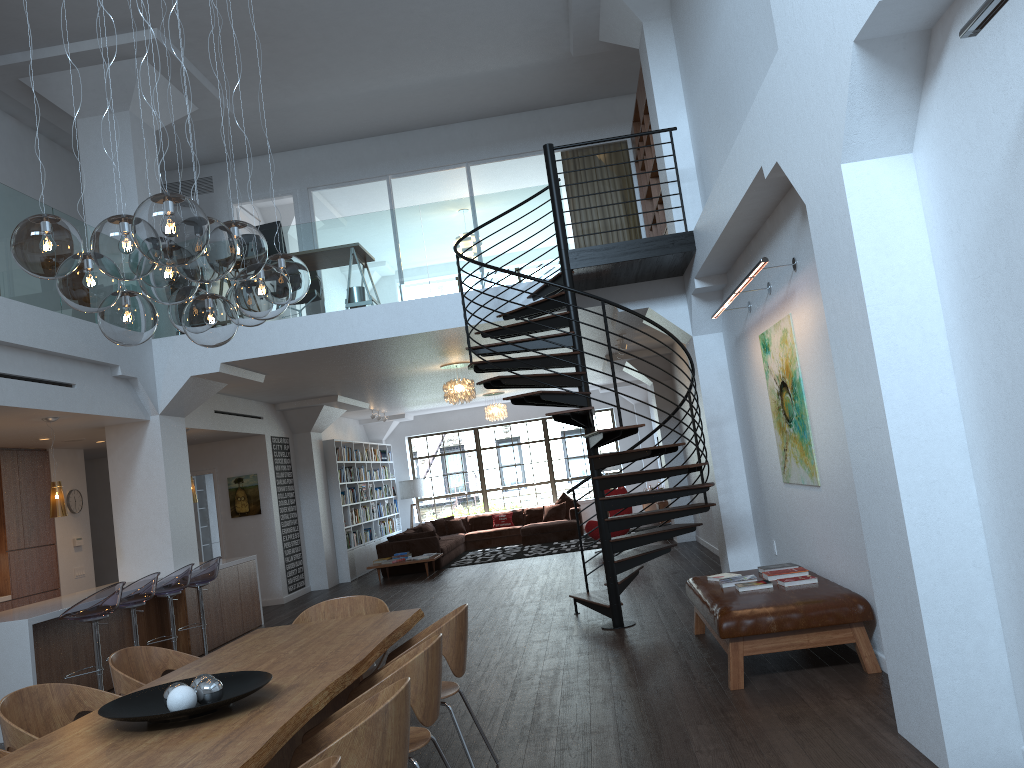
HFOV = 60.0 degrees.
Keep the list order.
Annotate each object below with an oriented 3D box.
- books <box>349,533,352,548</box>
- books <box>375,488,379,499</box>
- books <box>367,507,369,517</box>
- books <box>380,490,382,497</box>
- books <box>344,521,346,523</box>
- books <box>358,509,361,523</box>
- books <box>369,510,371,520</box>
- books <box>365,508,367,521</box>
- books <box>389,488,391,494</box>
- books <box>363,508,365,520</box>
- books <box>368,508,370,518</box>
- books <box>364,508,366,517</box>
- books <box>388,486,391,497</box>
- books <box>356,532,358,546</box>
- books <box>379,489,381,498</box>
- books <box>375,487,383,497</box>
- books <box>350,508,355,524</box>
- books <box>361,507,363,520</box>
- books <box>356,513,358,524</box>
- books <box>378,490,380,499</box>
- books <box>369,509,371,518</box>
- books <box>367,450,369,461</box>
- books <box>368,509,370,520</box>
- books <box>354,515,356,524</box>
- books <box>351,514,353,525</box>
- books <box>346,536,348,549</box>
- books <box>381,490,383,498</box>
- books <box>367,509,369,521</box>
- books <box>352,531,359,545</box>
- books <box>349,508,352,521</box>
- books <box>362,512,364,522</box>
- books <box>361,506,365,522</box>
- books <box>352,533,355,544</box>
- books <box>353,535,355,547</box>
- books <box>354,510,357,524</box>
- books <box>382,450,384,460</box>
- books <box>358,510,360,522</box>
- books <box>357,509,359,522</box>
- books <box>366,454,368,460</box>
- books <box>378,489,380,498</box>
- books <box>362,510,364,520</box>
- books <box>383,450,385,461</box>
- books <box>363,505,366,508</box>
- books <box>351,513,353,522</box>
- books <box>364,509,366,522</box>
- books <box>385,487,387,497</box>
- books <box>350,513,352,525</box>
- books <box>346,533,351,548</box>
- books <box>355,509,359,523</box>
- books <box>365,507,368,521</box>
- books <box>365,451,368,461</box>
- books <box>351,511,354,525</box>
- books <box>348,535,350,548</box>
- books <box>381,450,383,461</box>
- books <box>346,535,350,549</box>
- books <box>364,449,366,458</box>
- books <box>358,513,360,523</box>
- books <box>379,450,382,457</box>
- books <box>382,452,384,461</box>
[{"bbox_3d":[-2.875,2.719,15.346,0.180,0.251,0.048,-8,-6,4],"label":"books"},{"bbox_3d":[-2.763,2.215,17.843,0.140,0.206,0.042,-8,-6,4],"label":"books"},{"bbox_3d":[-2.803,2.471,16.796,0.160,0.250,0.026,-8,-6,3],"label":"books"},{"bbox_3d":[-2.725,2.258,18.121,0.120,0.167,0.020,-8,-6,4],"label":"books"},{"bbox_3d":[-2.961,2.375,15.201,0.174,0.032,0.254,-8,-6,-1],"label":"books"},{"bbox_3d":[-2.857,2.414,16.173,0.183,0.253,0.034,-8,-6,4],"label":"books"},{"bbox_3d":[-2.789,2.495,16.923,0.161,0.223,0.026,-8,-6,3],"label":"books"},{"bbox_3d":[-2.822,2.462,16.632,0.174,0.240,0.045,-8,-6,3],"label":"books"},{"bbox_3d":[-2.677,2.313,18.944,0.161,0.207,0.135,-8,-6,3],"label":"books"},{"bbox_3d":[-2.831,2.441,16.478,0.183,0.253,0.034,-8,-6,3],"label":"books"},{"bbox_3d":[-2.804,2.486,16.890,0.174,0.240,0.045,-8,-6,3],"label":"books"},{"bbox_3d":[-2.823,2.452,16.556,0.171,0.246,0.057,-8,-6,3],"label":"books"},{"bbox_3d":[-2.692,2.295,18.890,0.174,0.236,0.142,-8,-6,3],"label":"books"},{"bbox_3d":[-2.837,2.760,15.775,0.171,0.246,0.039,-8,-6,4],"label":"books"},{"bbox_3d":[-2.748,2.242,18.023,0.134,0.184,0.030,-8,-6,4],"label":"books"},{"bbox_3d":[-2.733,2.235,18.210,0.140,0.231,0.042,-8,-6,4],"label":"books"},{"bbox_3d":[-2.897,2.364,15.799,0.176,0.290,0.053,-8,-6,4],"label":"books"},{"bbox_3d":[-2.854,2.414,16.327,0.198,0.284,0.066,-8,-6,3],"label":"books"},{"bbox_3d":[-2.879,2.408,15.969,0.168,0.231,0.037,-8,-6,4],"label":"books"},{"bbox_3d":[-2.754,2.225,17.881,0.139,0.191,0.036,-8,-6,4],"label":"books"},{"bbox_3d":[-2.799,2.496,16.956,0.168,0.231,0.037,-8,-6,3],"label":"books"},{"bbox_3d":[-2.909,1.429,17.468,0.161,0.223,0.032,-8,-6,4],"label":"books"},{"bbox_3d":[-2.808,2.476,16.851,0.183,0.253,0.034,-8,-6,3],"label":"books"},{"bbox_3d":[-2.904,2.398,15.873,0.174,0.240,0.045,-8,-6,4],"label":"books"},{"bbox_3d":[-2.890,2.388,15.622,0.144,0.207,0.048,-8,-6,4],"label":"books"},{"bbox_3d":[-2.884,2.711,15.108,0.161,0.223,0.032,-8,-6,4],"label":"books"},{"bbox_3d":[-2.715,2.261,18.172,0.107,0.167,0.017,-8,-6,4],"label":"books"},{"bbox_3d":[-2.811,2.463,16.754,0.180,0.259,0.060,-8,-6,3],"label":"books"},{"bbox_3d":[-2.837,2.761,15.855,0.180,0.259,0.042,-8,-6,4],"label":"books"},{"bbox_3d":[-2.894,2.338,15.581,0.140,0.298,0.044,-8,-6,4],"label":"books"},{"bbox_3d":[-2.834,2.433,16.370,0.160,0.250,0.026,-8,-6,3],"label":"books"},{"bbox_3d":[-2.838,2.420,16.437,0.176,0.290,0.053,-8,-6,3],"label":"books"},{"bbox_3d":[-2.856,2.751,15.591,0.176,0.231,0.053,-8,-6,4],"label":"books"},{"bbox_3d":[-2.848,2.750,15.546,0.161,0.223,0.032,-8,-6,4],"label":"books"},{"bbox_3d":[-2.878,2.396,15.922,0.171,0.246,0.057,-8,-6,4],"label":"books"},{"bbox_3d":[-2.816,1.533,18.811,0.183,0.253,0.042,-8,-6,4],"label":"books"},{"bbox_3d":[-2.862,2.414,16.144,0.160,0.250,0.026,-8,-6,4],"label":"books"},{"bbox_3d":[-2.868,2.402,16.037,0.183,0.253,0.034,-8,-6,4],"label":"books"},{"bbox_3d":[-2.915,1.427,17.356,0.161,0.207,0.130,-8,-6,3],"label":"books"},{"bbox_3d":[-2.754,2.226,17.923,0.136,0.196,0.045,-8,-6,4],"label":"books"},{"bbox_3d":[-2.827,2.448,16.394,0.161,0.223,0.026,-8,-6,3],"label":"books"},{"bbox_3d":[-2.808,1.536,18.854,0.183,0.253,0.042,-8,-6,4],"label":"books"},{"bbox_3d":[-2.818,2.444,16.708,0.176,0.290,0.036,-8,-6,3],"label":"books"},{"bbox_3d":[-2.905,2.377,15.669,0.159,0.241,0.038,-8,-6,4],"label":"books"},{"bbox_3d":[-2.824,2.444,16.511,0.183,0.253,0.034,-8,-6,3],"label":"books"},{"bbox_3d":[-2.709,2.267,18.525,0.161,0.223,0.032,-8,-6,4],"label":"books"},{"bbox_3d":[-2.913,2.361,15.529,0.189,0.247,0.057,-8,-6,4],"label":"books"},{"bbox_3d":[-2.883,2.711,15.264,0.183,0.253,0.042,-8,-6,4],"label":"books"},{"bbox_3d":[-2.874,2.400,16.005,0.183,0.253,0.034,-8,-6,4],"label":"books"},{"bbox_3d":[-2.809,2.458,16.671,0.183,0.253,0.034,-8,-6,3],"label":"books"},{"bbox_3d":[-2.929,1.409,17.304,0.174,0.236,0.136,-8,-6,3],"label":"books"},{"bbox_3d":[-2.898,2.378,15.715,0.171,0.246,0.057,-8,-6,4],"label":"books"},{"bbox_3d":[-2.869,2.721,15.226,0.161,0.223,0.032,-8,-6,4],"label":"books"},{"bbox_3d":[-2.826,1.522,18.681,0.183,0.253,0.042,-8,-6,4],"label":"books"},{"bbox_3d":[-2.881,2.707,15.152,0.174,0.240,0.054,-8,-6,4],"label":"books"},{"bbox_3d":[-2.936,1.392,17.218,0.183,0.253,0.042,-8,-6,4],"label":"books"},{"bbox_3d":[-2.872,2.417,16.109,0.174,0.240,0.045,-8,-6,4],"label":"books"},{"bbox_3d":[-2.836,1.519,18.638,0.183,0.253,0.042,-8,-6,4],"label":"books"},{"bbox_3d":[-2.822,1.530,18.768,0.183,0.253,0.042,-8,-6,4],"label":"books"}]
